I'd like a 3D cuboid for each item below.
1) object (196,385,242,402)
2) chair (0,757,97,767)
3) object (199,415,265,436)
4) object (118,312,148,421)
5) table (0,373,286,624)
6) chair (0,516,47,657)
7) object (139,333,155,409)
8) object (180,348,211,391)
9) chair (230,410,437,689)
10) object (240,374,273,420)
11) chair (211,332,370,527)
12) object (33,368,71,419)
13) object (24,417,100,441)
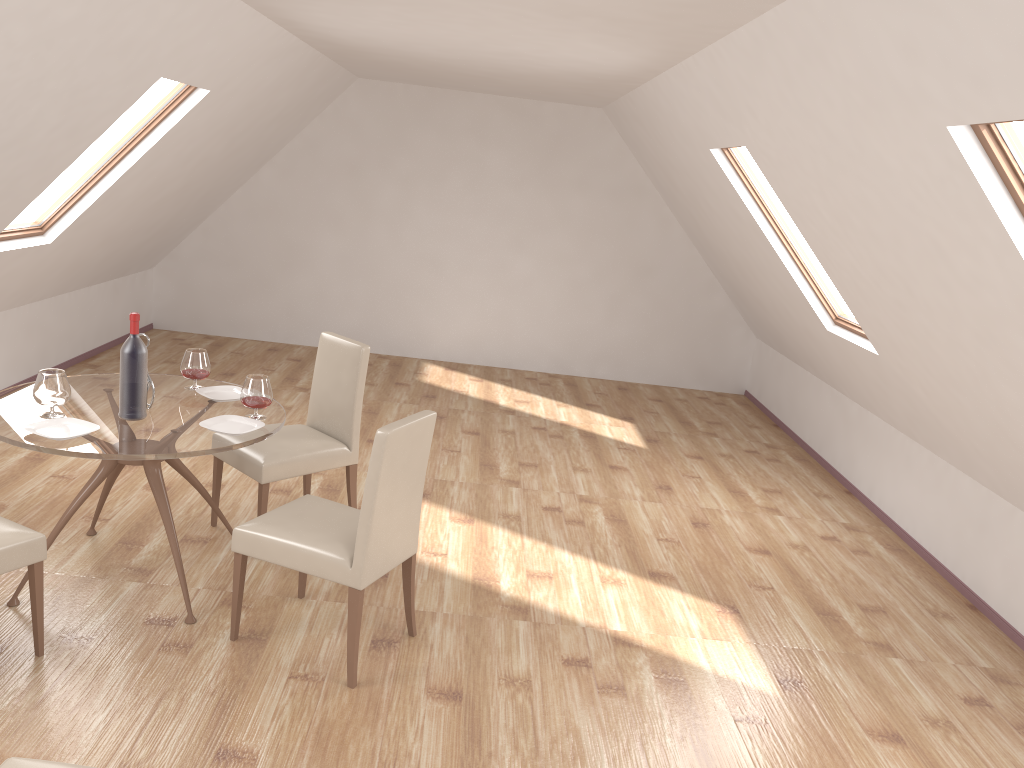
[{"bbox_3d":[-1.321,0.048,4.077,0.228,0.020,0.228,19,18,41],"label":"object"},{"bbox_3d":[-1.069,1.172,2.031,0.506,0.394,0.506,7,13,1],"label":"chair"},{"bbox_3d":[-1.148,0.174,3.642,0.228,0.020,0.228,12,14,19],"label":"object"},{"bbox_3d":[-1.525,-0.072,3.575,0.109,0.435,0.109,5,13,-6],"label":"object"},{"bbox_3d":[-1.624,0.473,3.858,1.198,0.770,1.198,11,14,18],"label":"table"},{"bbox_3d":[-2.006,0.519,2.990,0.477,0.999,0.618,13,15,24],"label":"chair"},{"bbox_3d":[-1.558,-0.055,3.733,0.086,0.322,0.096,-4,17,-38],"label":"object"},{"bbox_3d":[-1.476,-0.069,4.137,0.136,0.183,0.136,1,15,-23],"label":"object"},{"bbox_3d":[-0.698,0.555,3.500,0.618,0.999,0.477,12,14,21],"label":"chair"},{"bbox_3d":[-1.096,0.056,3.808,0.136,0.183,0.136,1,15,-23],"label":"object"},{"bbox_3d":[-1.110,0.271,4.477,0.477,0.999,0.618,19,18,41],"label":"chair"},{"bbox_3d":[-1.824,0.037,3.519,0.136,0.183,0.136,13,15,23],"label":"object"},{"bbox_3d":[-1.703,0.174,3.359,0.228,0.020,0.228,13,15,23],"label":"object"}]
